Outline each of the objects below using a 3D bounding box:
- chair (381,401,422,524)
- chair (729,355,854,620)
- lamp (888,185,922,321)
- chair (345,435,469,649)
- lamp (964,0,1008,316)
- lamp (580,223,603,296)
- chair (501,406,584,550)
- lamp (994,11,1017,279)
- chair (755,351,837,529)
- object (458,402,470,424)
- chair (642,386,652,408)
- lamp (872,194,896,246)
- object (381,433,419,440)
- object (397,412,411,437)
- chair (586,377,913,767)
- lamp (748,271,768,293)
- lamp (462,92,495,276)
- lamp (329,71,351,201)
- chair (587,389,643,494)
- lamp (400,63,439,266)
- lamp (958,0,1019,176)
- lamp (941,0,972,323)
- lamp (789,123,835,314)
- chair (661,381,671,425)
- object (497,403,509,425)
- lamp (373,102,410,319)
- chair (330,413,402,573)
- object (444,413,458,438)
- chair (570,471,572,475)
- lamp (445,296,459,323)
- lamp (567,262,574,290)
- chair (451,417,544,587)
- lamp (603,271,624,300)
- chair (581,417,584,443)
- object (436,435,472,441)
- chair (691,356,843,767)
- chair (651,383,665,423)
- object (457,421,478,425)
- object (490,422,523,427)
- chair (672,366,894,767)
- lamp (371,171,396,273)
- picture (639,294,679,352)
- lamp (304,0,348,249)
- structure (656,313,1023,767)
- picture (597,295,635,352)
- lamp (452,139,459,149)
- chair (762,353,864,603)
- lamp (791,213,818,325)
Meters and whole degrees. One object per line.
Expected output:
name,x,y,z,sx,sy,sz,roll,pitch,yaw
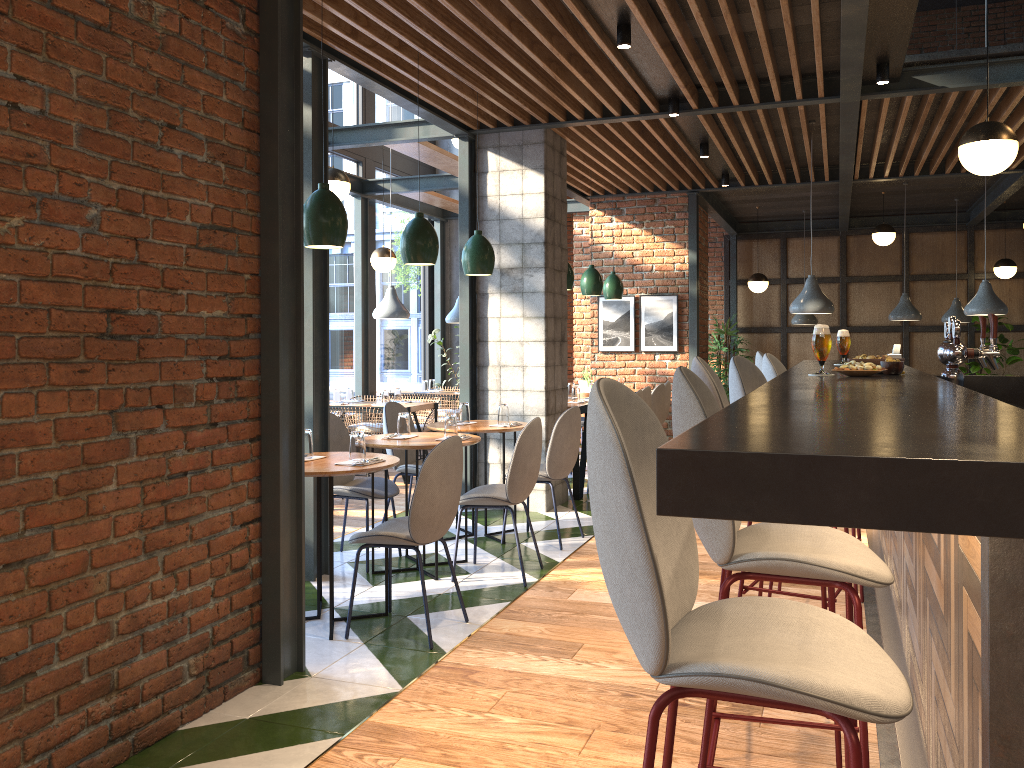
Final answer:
chair,-0.631,0.569,6.127,0.507,0.887,0.418,0,1,21
chair,1.145,0.507,3.590,0.507,1.243,0.418,0,0,31
lamp,4.498,-2.971,10.156,0.353,4.490,0.353,0,0,-35
chair,-0.478,0.671,4.008,0.507,0.887,0.418,0,1,21
lamp,4.228,-2.861,7.923,0.353,4.490,0.353,0,0,-35
lamp,0.777,-1.878,8.679,0.224,2.022,0.224,0,0,24
chair,0.195,0.582,5.789,0.507,0.887,0.418,0,1,26
lamp,6.425,-3.266,11.551,0.268,3.794,0.268,0,0,-27
chair,1.669,0.431,5.112,0.507,1.243,0.418,0,0,20
object,-0.323,0.195,5.993,0.080,0.138,0.080,0,1,-2
chair,1.041,0.459,8.241,0.507,0.887,0.418,0,1,26
lamp,4.517,-3.576,10.778,0.268,3.794,0.268,0,0,0
object,-0.649,0.302,5.174,0.157,0.019,0.243,1,3,17
object,-0.630,0.237,5.156,0.080,0.138,0.080,0,1,30
chair,0.382,0.613,1.461,0.507,1.243,0.418,0,0,20
lamp,3.307,-3.121,11.928,0.268,3.794,0.268,0,0,-27
lamp,-0.229,-1.742,5.945,0.224,2.022,0.224,0,0,24
lamp,-1.410,-3.318,6.948,0.268,3.794,0.268,0,0,-27
chair,0.882,0.487,7.688,0.507,0.887,0.418,0,1,16
lamp,-0.537,-1.700,5.108,0.224,2.022,0.224,0,0,24
lamp,2.383,-2.944,4.449,0.268,3.794,0.268,0,0,22
lamp,5.680,-3.033,11.334,0.353,4.490,0.353,0,0,-35
lamp,2.451,-2.822,7.268,0.353,4.490,0.353,0,0,-35
chair,1.412,0.406,9.299,0.507,0.887,0.418,0,1,16
object,-0.057,0.199,5.883,0.080,0.138,0.080,0,1,-12
lamp,-1.155,-2.863,8.416,0.353,4.490,0.353,0,0,-18
chair,-0.929,0.612,5.259,0.507,0.887,0.418,0,1,21
object,-0.351,0.239,5.086,0.080,0.138,0.080,-1,1,-30
chair,0.336,0.449,8.508,0.507,0.887,0.418,0,1,16
lamp,-0.619,-2.966,10.477,0.353,4.490,0.353,0,0,-35
lamp,0.427,-1.831,7.729,0.224,2.022,0.224,0,0,24
chair,-0.086,0.624,4.943,0.507,0.887,0.418,0,1,16
lamp,1.084,-1.920,9.515,0.224,2.022,0.224,0,0,24
chair,0.649,0.401,9.481,0.507,0.887,0.418,0,1,27
object,-0.335,0.306,5.059,0.157,0.019,0.243,1,3,17
chair,0.843,0.531,2.887,0.507,1.243,0.418,0,0,16
chair,1.260,0.433,8.772,0.507,0.887,0.418,0,1,27
object,-0.339,0.260,6.014,0.157,0.019,0.243,1,3,25
object,-0.044,0.266,5.853,0.157,0.019,0.243,1,3,25
chair,0.648,0.579,2.144,0.507,1.243,0.418,0,0,18
lamp,-1.351,-3.059,9.271,0.268,3.794,0.268,0,0,-12
picture,1.623,-0.671,9.794,0.430,0.631,0.015,0,0,20
lamp,-0.887,-1.652,4.158,0.224,2.022,0.224,0,0,24
structure,2.361,0.464,2.786,2.916,1.396,4.924,1,3,20
picture,1.172,-0.678,9.960,0.430,0.631,0.015,0,0,20
lamp,-0.557,-4.542,10.014,0.268,3.794,0.268,0,0,41
chair,1.481,0.471,4.299,0.507,1.243,0.418,0,0,26
lamp,4.058,-3.074,12.312,0.353,4.490,0.353,0,0,-35
